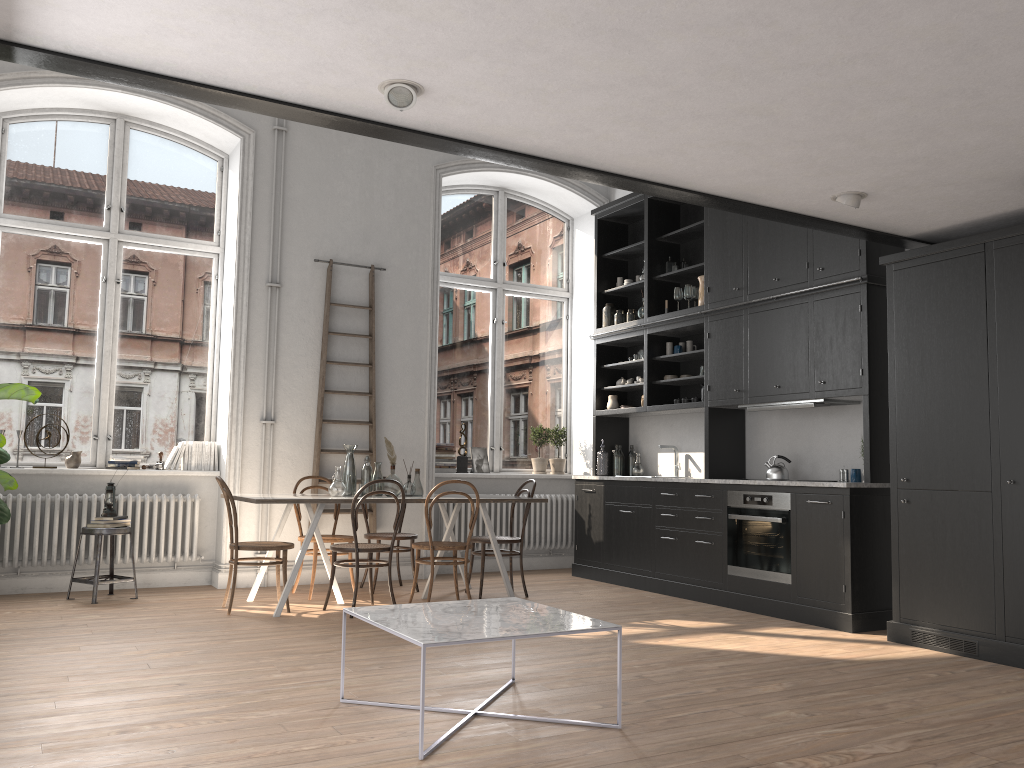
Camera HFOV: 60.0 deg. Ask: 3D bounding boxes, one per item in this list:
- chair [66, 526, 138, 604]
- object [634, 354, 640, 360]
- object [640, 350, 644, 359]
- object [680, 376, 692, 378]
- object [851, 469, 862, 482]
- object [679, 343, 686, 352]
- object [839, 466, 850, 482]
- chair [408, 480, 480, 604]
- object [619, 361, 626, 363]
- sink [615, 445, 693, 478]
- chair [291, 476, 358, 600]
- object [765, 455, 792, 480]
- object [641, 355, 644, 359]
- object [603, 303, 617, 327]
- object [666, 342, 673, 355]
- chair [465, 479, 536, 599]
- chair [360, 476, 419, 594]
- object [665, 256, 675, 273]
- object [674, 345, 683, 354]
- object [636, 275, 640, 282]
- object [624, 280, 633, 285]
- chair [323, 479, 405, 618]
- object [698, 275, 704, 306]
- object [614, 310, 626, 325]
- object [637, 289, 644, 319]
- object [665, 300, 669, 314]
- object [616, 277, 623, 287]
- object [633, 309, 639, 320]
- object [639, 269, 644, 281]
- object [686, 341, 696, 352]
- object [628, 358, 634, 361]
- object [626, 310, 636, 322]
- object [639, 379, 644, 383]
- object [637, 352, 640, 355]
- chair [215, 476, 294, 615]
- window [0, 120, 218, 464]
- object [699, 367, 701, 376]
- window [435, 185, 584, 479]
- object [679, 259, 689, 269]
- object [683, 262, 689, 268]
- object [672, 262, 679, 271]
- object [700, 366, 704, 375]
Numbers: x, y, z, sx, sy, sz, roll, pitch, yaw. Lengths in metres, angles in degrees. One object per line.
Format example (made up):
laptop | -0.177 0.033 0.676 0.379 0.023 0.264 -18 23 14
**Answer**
chair | -2.996 1.315 6.525 0.360 0.522 0.364 -3 -6 34
object | 1.174 -0.240 8.339 0.064 0.069 0.064 -1 -6 18
object | 1.221 -0.264 8.284 0.060 0.107 0.060 1 -5 -2
object | 1.557 -0.043 7.888 0.132 0.038 0.132 -1 -6 18
object | 2.415 0.644 6.240 0.140 0.093 0.082 5 -7 -39
object | 1.522 -0.302 7.982 0.082 0.135 0.059 1 -5 -1
object | 2.379 0.643 6.351 0.040 0.116 0.080 3 -6 -24
chair | -0.490 1.148 6.395 0.438 0.920 0.549 3 -5 -18
object | 1.085 -0.196 8.697 0.071 0.047 0.072 0 -5 8
sink | 1.286 0.798 7.922 0.514 0.504 0.526 4 -6 -29
chair | -1.473 1.186 6.960 0.438 0.920 0.549 4 -6 -31
object | 2.023 0.634 6.761 0.171 0.185 0.171 3 -6 -18
object | 1.229 -0.241 8.212 0.071 0.047 0.072 0 -5 8
object | 0.952 -0.659 8.631 0.118 0.238 0.118 6 -7 -44
object | 1.423 -0.303 7.987 0.059 0.135 0.082 -2 -6 28
chair | -0.088 1.223 7.104 0.549 0.920 0.438 3 -5 -17
chair | -1.012 1.227 7.309 0.438 0.920 0.549 3 -6 -22
object | 1.435 -1.064 8.056 0.084 0.199 0.065 2 -5 -7
object | 1.475 -0.291 7.882 0.082 0.093 0.140 -2 -6 26
object | 1.234 -0.983 8.609 0.059 0.135 0.082 2 -5 -6
object | 1.135 -0.962 8.637 0.096 0.095 0.096 1 -5 5
chair | -1.017 1.115 6.141 0.438 0.920 0.549 4 -6 -34
object | 1.611 -0.774 7.463 0.094 0.266 0.116 0 -5 13
object | 1.039 -0.628 8.514 0.114 0.155 0.114 3 -6 -26
object | 1.221 -0.761 8.146 0.134 0.357 0.134 0 -5 16
object | 1.389 -0.677 7.962 0.123 0.161 0.123 3 -6 -21
object | 1.062 -0.975 8.720 0.059 0.135 0.082 1 -5 -1
object | 1.194 -0.627 8.588 0.092 0.184 0.092 -2 -6 26
object | 1.263 -1.050 8.344 0.132 0.219 0.132 -3 -6 35
object | 1.585 -0.313 7.857 0.082 0.135 0.059 -4 -7 43
object | 1.139 -0.223 8.414 0.071 0.047 0.072 0 -5 8
object | 1.136 -0.629 8.451 0.096 0.150 0.096 5 -7 -41
object | 1.203 -0.022 8.260 0.049 0.054 0.039 1 -5 -4
object | 1.219 -0.251 8.425 0.060 0.107 0.060 -2 -6 28
chair | -1.796 1.104 6.172 0.549 0.920 0.438 3 -5 -21
window | -3.338 -0.767 7.371 1.623 2.841 0.013 4 -6 -29
object | 1.628 -0.100 7.590 0.058 0.094 0.058 0 -5 10
window | 3.931 -4.254 15.208 14.388 15.923 26.412 4 -6 -29
object | 1.561 -1.050 8.057 0.065 0.177 0.084 2 -5 -7
object | 1.557 -1.033 7.947 0.044 0.121 0.058 1 -5 -2
object | 1.468 -1.033 7.971 0.053 0.124 0.041 -2 -6 28
object | 1.620 -0.107 7.519 0.058 0.094 0.058 0 -5 10
